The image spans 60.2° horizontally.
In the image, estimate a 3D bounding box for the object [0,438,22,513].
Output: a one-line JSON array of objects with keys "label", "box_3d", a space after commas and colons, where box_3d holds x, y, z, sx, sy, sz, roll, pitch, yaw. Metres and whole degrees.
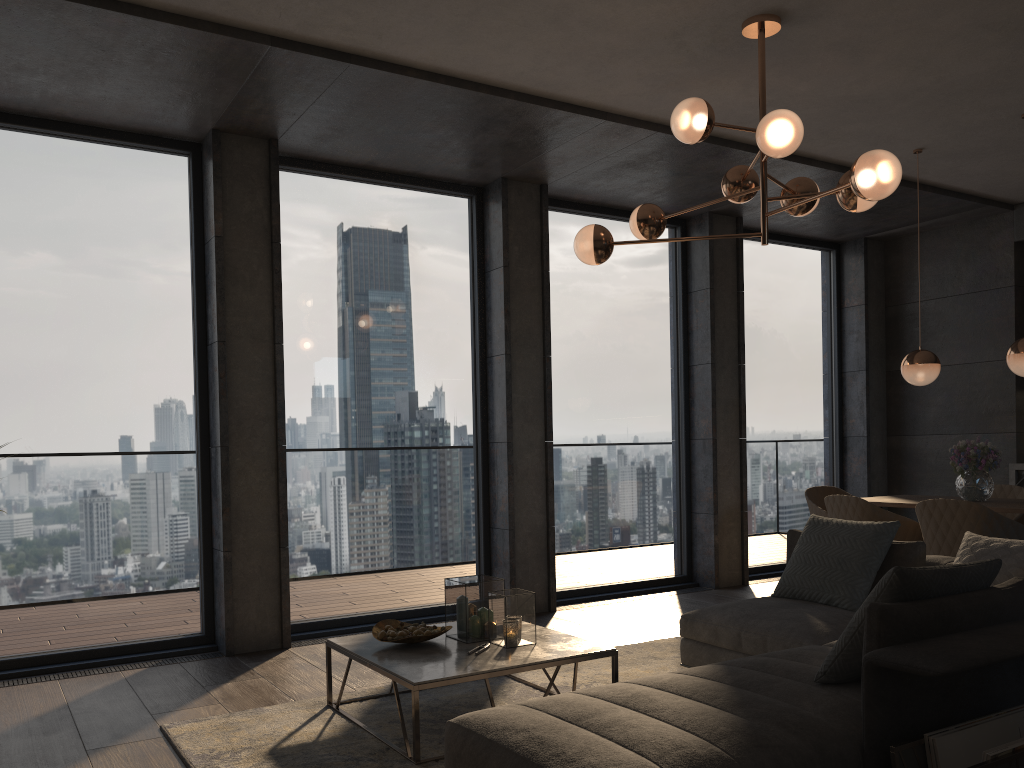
[{"label": "object", "box_3d": [-2.706, 0.807, 3.761, 1.024, 1.361, 0.952, -1, -1, 0]}]

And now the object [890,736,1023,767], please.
[{"label": "object", "box_3d": [1.338, 1.127, 2.407, 0.667, 0.352, 0.216, 1, -1, -31]}]

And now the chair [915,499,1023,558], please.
[{"label": "chair", "box_3d": [2.562, 1.046, 4.930, 0.510, 0.837, 0.556, -1, -1, -37]}]

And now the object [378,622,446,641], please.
[{"label": "object", "box_3d": [-0.439, 1.088, 3.840, 0.324, 0.072, 0.278, 2, -5, -42]}]

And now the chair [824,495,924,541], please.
[{"label": "chair", "box_3d": [2.239, 1.092, 5.450, 0.510, 0.837, 0.556, -1, -1, -22]}]

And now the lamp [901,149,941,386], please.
[{"label": "lamp", "box_3d": [2.672, -0.759, 5.794, 0.239, 1.545, 0.239, -2, 1, -26]}]

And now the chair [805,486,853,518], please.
[{"label": "chair", "box_3d": [2.394, 1.151, 6.292, 0.555, 0.837, 0.511, -1, -1, -27]}]

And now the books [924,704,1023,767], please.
[{"label": "books", "box_3d": [1.370, 1.123, 2.503, 0.567, 0.355, 0.062, 0, 0, -31]}]

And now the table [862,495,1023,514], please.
[{"label": "table", "box_3d": [2.872, 1.116, 5.509, 0.768, 0.769, 1.470, 0, -3, -32]}]

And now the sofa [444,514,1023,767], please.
[{"label": "sofa", "box_3d": [1.076, 0.985, 3.346, 2.909, 0.784, 2.028, 1, -4, -32]}]

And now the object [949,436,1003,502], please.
[{"label": "object", "box_3d": [2.891, 0.526, 5.504, 0.298, 0.409, 0.328, -2, -1, 29]}]

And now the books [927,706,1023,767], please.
[{"label": "books", "box_3d": [1.376, 1.122, 2.488, 0.567, 0.355, 0.068, 0, 0, -31]}]

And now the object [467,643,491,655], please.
[{"label": "object", "box_3d": [-0.131, 1.103, 3.677, 0.046, 0.012, 0.181, -3, -4, 20]}]

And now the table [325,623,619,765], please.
[{"label": "table", "box_3d": [-0.196, 1.275, 3.817, 0.930, 0.309, 0.933, 1, -4, -31]}]

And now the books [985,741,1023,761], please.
[{"label": "books", "box_3d": [1.427, 1.113, 2.387, 0.567, 0.355, 0.064, 0, 0, -31]}]

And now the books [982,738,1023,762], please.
[{"label": "books", "box_3d": [1.426, 1.114, 2.402, 0.567, 0.355, 0.064, 0, 0, -31]}]

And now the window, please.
[{"label": "window", "box_3d": [-0.024, 0.125, 6.365, 7.262, 3.002, 0.199, 1, 0, -31]}]

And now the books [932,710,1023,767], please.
[{"label": "books", "box_3d": [1.384, 1.121, 2.471, 0.567, 0.353, 0.079, 0, 0, -31]}]

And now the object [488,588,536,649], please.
[{"label": "object", "box_3d": [0.000, 1.004, 3.794, 0.149, 0.221, 0.148, -1, -1, -32]}]

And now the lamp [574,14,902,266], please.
[{"label": "lamp", "box_3d": [1.114, -1.102, 4.121, 1.466, 1.039, 1.014, -3, -2, 35]}]

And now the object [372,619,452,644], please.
[{"label": "object", "box_3d": [-0.433, 1.086, 3.846, 0.348, 0.084, 0.347, -4, -5, 36]}]

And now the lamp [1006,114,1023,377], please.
[{"label": "lamp", "box_3d": [3.038, -0.811, 5.197, 0.239, 1.545, 0.238, -1, 1, 34]}]

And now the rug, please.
[{"label": "rug", "box_3d": [0.296, 1.425, 3.837, 3.142, 0.020, 1.734, 1, -5, -31]}]

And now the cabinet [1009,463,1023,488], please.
[{"label": "cabinet", "box_3d": [5.178, 1.001, 5.874, 0.600, 0.949, 3.401, -1, -3, -32]}]

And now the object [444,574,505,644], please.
[{"label": "object", "box_3d": [-0.166, 0.998, 3.936, 0.196, 0.261, 0.199, -1, -1, -32]}]

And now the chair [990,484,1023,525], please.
[{"label": "chair", "box_3d": [3.233, 1.114, 6.039, 0.510, 0.837, 0.556, -1, -1, -37]}]
